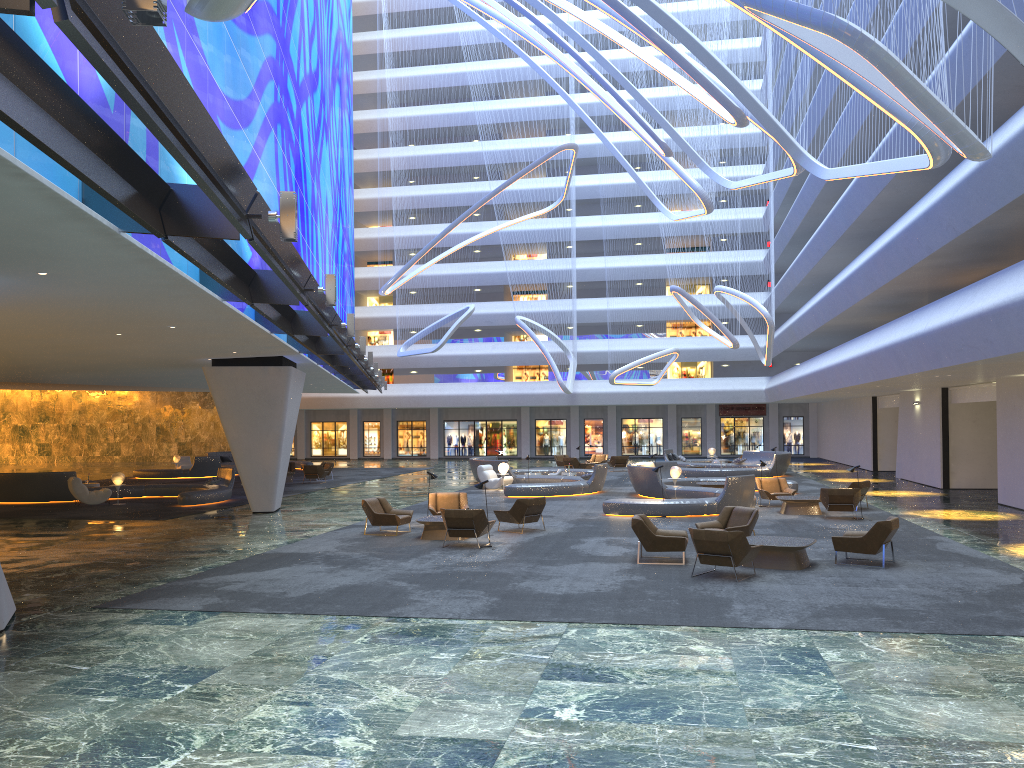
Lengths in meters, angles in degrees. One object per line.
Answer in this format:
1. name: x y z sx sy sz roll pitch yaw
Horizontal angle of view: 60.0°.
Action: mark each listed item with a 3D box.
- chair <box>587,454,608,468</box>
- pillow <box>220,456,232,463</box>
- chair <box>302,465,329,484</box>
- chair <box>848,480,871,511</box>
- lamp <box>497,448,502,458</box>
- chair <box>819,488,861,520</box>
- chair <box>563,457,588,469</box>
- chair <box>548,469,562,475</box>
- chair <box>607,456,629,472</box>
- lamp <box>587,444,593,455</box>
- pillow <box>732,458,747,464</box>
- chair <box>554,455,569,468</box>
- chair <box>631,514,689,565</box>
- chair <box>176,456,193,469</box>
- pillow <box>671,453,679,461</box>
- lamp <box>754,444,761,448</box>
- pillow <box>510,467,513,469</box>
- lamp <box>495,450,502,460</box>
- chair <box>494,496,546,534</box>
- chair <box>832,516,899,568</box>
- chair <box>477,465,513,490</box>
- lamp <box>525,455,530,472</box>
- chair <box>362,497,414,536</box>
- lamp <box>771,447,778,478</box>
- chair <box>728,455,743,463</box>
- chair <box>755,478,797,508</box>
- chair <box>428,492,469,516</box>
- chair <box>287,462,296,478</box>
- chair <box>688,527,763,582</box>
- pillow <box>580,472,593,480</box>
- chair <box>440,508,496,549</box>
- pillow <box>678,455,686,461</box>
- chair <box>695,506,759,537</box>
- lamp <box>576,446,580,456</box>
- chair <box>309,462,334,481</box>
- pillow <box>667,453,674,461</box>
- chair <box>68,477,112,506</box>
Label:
1. chair: 4.329 3.920 44.482 0.929 0.766 0.939 -2 -2 29
2. pillow: -15.527 4.064 48.055 0.315 0.386 0.785 -1 -2 27
3. chair: -8.109 3.696 36.413 0.929 0.766 0.939 -1 -2 9
4. chair: 8.975 2.951 23.603 0.939 0.766 0.929 -2 -2 44
5. lamp: -0.551 3.425 38.196 0.202 1.300 0.384 0 -1 -36
6. chair: 7.885 2.861 21.312 0.929 0.766 0.939 -1 -2 17
7. chair: 2.917 3.801 41.442 0.939 0.766 0.930 1 -2 -38
8. chair: 1.245 3.696 35.663 1.784 0.501 0.586 1 -2 -26
9. chair: 5.127 3.833 42.687 0.929 0.766 0.939 0 -2 -11
10. lamp: 3.924 3.659 44.571 0.384 1.300 0.202 0 -1 -28
11. pillow: 10.416 3.510 40.613 0.692 0.262 0.878 1 -3 -27
12. chair: 2.626 3.928 44.251 0.929 0.766 0.939 1 -2 -36
13. chair: 2.531 2.645 15.126 0.939 0.766 0.930 -1 -2 12
14. chair: -16.408 4.082 44.491 0.729 0.881 1.158 0 -2 -35
15. pillow: 8.187 3.630 44.372 0.315 0.386 0.785 -1 -2 26
16. lamp: 11.282 3.405 40.557 0.384 1.300 0.202 -1 -1 10
17. pillow: -0.245 3.536 37.230 0.443 0.207 0.445 1 -2 -28
18. lamp: -0.551 3.319 35.783 0.384 1.300 0.202 -1 -1 4
19. chair: 0.215 2.863 19.510 0.939 0.766 0.929 -2 -2 44
20. chair: 5.848 2.589 14.647 0.939 0.766 0.930 -2 -2 35
21. chair: -0.599 3.360 31.894 1.157 0.881 0.729 -2 -2 30
22. lamp: 0.563 3.072 30.441 0.202 1.300 0.384 0 -1 -14
23. chair: -2.730 2.887 19.349 0.939 0.766 0.930 -1 -2 19
24. lamp: 10.823 3.232 36.525 0.202 1.300 0.384 0 -1 -30
25. chair: 10.815 3.739 41.915 0.939 0.766 0.929 -2 -2 44
26. chair: 7.289 3.013 24.610 0.929 0.766 0.939 0 -2 -6
27. chair: -1.471 2.925 20.518 0.929 0.766 0.939 0 -2 -6
28. chair: -9.930 3.817 38.733 0.929 0.766 0.939 0 -2 -16
29. chair: 3.240 2.569 13.561 0.930 0.766 0.939 -2 -2 37
30. pillow: 2.759 3.127 30.087 0.692 0.262 0.878 -1 -2 19
31. chair: -0.875 2.773 17.220 0.929 0.766 0.939 -1 -2 17
32. pillow: 8.445 3.730 44.620 0.684 0.280 0.874 1 -3 -42
33. chair: 4.021 2.686 16.406 0.938 0.766 0.930 0 -2 -28
34. lamp: 3.111 3.518 41.162 0.202 1.300 0.384 0 -1 -27
35. chair: -8.251 3.784 38.372 0.939 0.766 0.930 1 -2 -41
36. pillow: 7.977 3.657 44.376 0.295 0.368 0.769 -1 -2 23
37. chair: -13.040 3.292 27.384 1.157 0.881 0.729 1 -2 -35
